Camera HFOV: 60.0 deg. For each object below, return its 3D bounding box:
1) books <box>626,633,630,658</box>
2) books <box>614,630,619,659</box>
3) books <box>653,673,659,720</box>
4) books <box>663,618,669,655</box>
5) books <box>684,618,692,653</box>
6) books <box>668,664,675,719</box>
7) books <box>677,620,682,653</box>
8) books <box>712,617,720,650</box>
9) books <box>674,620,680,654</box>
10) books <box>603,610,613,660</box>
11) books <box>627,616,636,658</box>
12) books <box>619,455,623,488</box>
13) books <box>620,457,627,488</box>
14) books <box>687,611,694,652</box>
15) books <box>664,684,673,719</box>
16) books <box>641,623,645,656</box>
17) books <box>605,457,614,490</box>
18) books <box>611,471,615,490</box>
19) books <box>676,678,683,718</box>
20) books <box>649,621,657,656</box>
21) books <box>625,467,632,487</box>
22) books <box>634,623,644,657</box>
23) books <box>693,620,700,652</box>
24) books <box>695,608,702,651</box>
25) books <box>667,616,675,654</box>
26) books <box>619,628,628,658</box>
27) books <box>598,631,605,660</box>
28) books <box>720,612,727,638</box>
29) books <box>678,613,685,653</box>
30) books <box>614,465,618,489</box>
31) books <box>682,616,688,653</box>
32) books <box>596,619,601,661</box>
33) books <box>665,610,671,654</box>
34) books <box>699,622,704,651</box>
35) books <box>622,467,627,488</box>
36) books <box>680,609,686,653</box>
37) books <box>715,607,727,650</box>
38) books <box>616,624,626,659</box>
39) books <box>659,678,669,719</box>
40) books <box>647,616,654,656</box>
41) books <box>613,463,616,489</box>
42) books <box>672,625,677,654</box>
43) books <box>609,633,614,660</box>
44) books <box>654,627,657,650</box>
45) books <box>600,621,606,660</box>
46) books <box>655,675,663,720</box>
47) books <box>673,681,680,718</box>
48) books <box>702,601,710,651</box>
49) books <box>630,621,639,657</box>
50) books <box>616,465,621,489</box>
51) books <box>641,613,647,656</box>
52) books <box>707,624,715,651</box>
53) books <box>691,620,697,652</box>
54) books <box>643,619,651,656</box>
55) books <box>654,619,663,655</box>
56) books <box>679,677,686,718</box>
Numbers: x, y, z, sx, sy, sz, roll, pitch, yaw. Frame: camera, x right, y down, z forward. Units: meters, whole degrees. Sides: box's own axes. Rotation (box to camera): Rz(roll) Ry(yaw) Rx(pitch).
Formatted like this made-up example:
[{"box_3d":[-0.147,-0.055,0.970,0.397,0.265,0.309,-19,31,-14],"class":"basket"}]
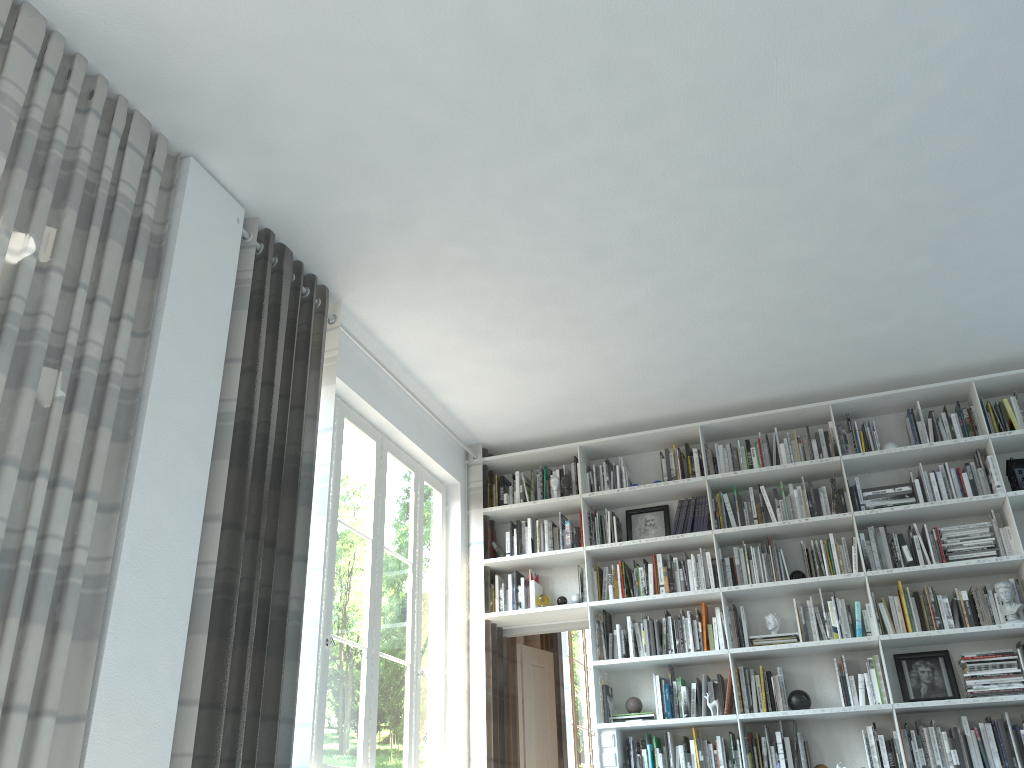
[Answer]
[{"box_3d":[0.766,1.704,5.691,0.021,0.186,0.130,-10,-28,17],"class":"books"},{"box_3d":[0.683,1.701,5.704,0.042,0.207,0.144,-10,-28,17],"class":"books"},{"box_3d":[0.905,1.949,5.483,0.012,0.283,0.160,-10,-28,17],"class":"books"},{"box_3d":[0.980,1.628,5.632,0.048,0.255,0.142,-10,-28,17],"class":"books"},{"box_3d":[1.125,1.610,5.590,0.028,0.241,0.132,-10,-28,17],"class":"books"},{"box_3d":[0.998,1.914,5.476,0.011,0.334,0.154,-10,-28,17],"class":"books"},{"box_3d":[1.070,1.619,5.589,0.013,0.226,0.152,-10,-28,17],"class":"books"},{"box_3d":[1.280,1.581,5.522,0.031,0.222,0.145,-10,-28,17],"class":"books"},{"box_3d":[1.053,1.616,5.583,0.013,0.228,0.177,-10,-28,17],"class":"books"},{"box_3d":[0.627,1.644,5.726,0.012,0.332,0.185,-10,-28,17],"class":"books"},{"box_3d":[0.778,1.649,5.687,0.023,0.280,0.175,-10,-28,17],"class":"books"},{"box_3d":[0.776,0.661,6.186,0.007,0.300,0.146,-10,-28,17],"class":"books"},{"box_3d":[0.790,0.667,6.191,0.015,0.291,0.131,-10,-28,17],"class":"books"},{"box_3d":[1.135,1.579,5.567,0.015,0.273,0.158,-10,-28,17],"class":"books"},{"box_3d":[0.970,1.960,5.425,0.029,0.207,0.190,-10,-28,17],"class":"books"},{"box_3d":[0.852,1.656,5.649,0.014,0.228,0.149,-10,-28,17],"class":"books"},{"box_3d":[0.688,0.673,6.182,0.015,0.278,0.191,-10,-28,17],"class":"books"},{"box_3d":[0.715,0.720,6.170,0.026,0.181,0.162,-10,-28,17],"class":"books"},{"box_3d":[1.044,1.944,5.442,0.022,0.247,0.129,-10,-28,17],"class":"books"},{"box_3d":[0.907,1.638,5.626,0.024,0.236,0.167,-10,-28,17],"class":"books"},{"box_3d":[0.814,0.696,6.159,0.013,0.209,0.137,-10,-28,17],"class":"books"},{"box_3d":[0.828,1.664,5.678,0.049,0.241,0.140,-10,-28,17],"class":"books"},{"box_3d":[1.170,1.606,5.561,0.021,0.219,0.149,-10,-28,17],"class":"books"},{"box_3d":[1.187,1.573,5.576,0.015,0.291,0.144,-10,-28,17],"class":"books"},{"box_3d":[1.022,1.616,5.612,0.021,0.255,0.156,-10,-28,17],"class":"books"},{"box_3d":[0.728,1.682,5.665,0.028,0.202,0.189,-10,-28,17],"class":"books"},{"box_3d":[0.595,1.715,5.727,0.026,0.208,0.155,-10,-28,17],"class":"books"},{"box_3d":[1.338,1.557,5.517,0.036,0.256,0.123,-10,-28,17],"class":"books"},{"box_3d":[1.079,1.595,5.592,0.012,0.271,0.146,-10,-28,17],"class":"books"},{"box_3d":[0.743,0.697,6.166,0.013,0.218,0.182,-10,-28,17],"class":"books"},{"box_3d":[1.104,1.605,5.589,0.011,0.250,0.140,-10,-28,17],"class":"books"},{"box_3d":[0.579,1.688,5.757,0.012,0.283,0.160,-10,-28,17],"class":"books"},{"box_3d":[1.002,1.596,5.618,0.013,0.298,0.152,-10,-28,17],"class":"books"},{"box_3d":[1.197,1.604,5.540,0.013,0.202,0.162,-10,-28,17],"class":"books"},{"box_3d":[0.799,0.698,6.152,0.014,0.201,0.171,-10,-28,17],"class":"books"},{"box_3d":[1.094,1.586,5.609,0.011,0.302,0.130,-10,-28,17],"class":"books"},{"box_3d":[1.308,1.550,5.532,0.027,0.284,0.148,-10,-28,17],"class":"books"},{"box_3d":[0.707,1.677,5.687,0.022,0.234,0.178,-10,-28,17],"class":"books"},{"box_3d":[0.951,1.957,5.469,0.031,0.254,0.144,-10,-28,17],"class":"books"},{"box_3d":[0.896,1.633,5.652,0.011,0.269,0.158,-10,-28,17],"class":"books"},{"box_3d":[0.734,0.688,6.185,0.013,0.251,0.130,-10,-28,17],"class":"books"},{"box_3d":[1.042,1.636,5.595,0.021,0.204,0.130,-10,-28,17],"class":"books"},{"box_3d":[0.654,1.709,5.690,0.037,0.181,0.190,-10,-28,17],"class":"books"},{"box_3d":[0.932,1.661,5.636,0.010,0.203,0.139,-10,-28,17],"class":"books"},{"box_3d":[0.611,1.678,5.719,0.027,0.264,0.176,-10,-28,17],"class":"books"},{"box_3d":[0.922,1.951,5.474,0.024,0.271,0.151,-10,-28,17],"class":"books"},{"box_3d":[1.021,1.959,5.452,0.031,0.230,0.148,-10,-28,17],"class":"books"},{"box_3d":[1.218,1.545,5.561,0.035,0.324,0.170,-10,-28,17],"class":"books"},{"box_3d":[0.792,1.658,5.667,0.011,0.244,0.177,-10,-28,17],"class":"books"},{"box_3d":[0.757,0.693,6.154,0.021,0.212,0.174,-10,-28,17],"class":"books"},{"box_3d":[0.862,1.625,5.658,0.011,0.292,0.184,-10,-28,17],"class":"books"},{"box_3d":[1.252,1.604,5.522,0.030,0.182,0.152,-10,-28,17],"class":"books"},{"box_3d":[1.153,1.608,5.562,0.012,0.216,0.161,-10,-28,17],"class":"books"},{"box_3d":[0.875,1.639,5.637,0.021,0.246,0.189,-10,-28,17],"class":"books"},{"box_3d":[0.941,1.633,5.624,0.023,0.241,0.185,-10,-28,17],"class":"books"},{"box_3d":[1.053,1.933,5.422,0.011,0.249,0.172,-10,-28,17],"class":"books"}]
